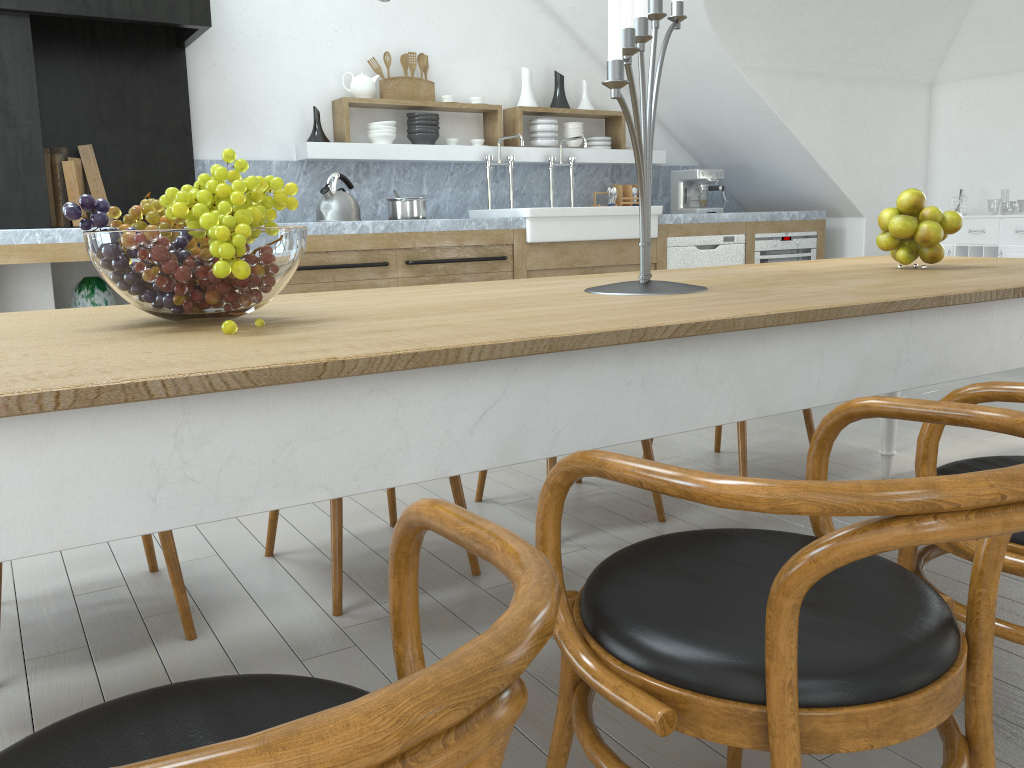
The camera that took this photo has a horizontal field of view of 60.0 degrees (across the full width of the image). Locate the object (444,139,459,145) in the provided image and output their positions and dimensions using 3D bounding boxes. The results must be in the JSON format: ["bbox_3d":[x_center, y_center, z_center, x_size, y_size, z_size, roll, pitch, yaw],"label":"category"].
[{"bbox_3d":[-0.393,-1.563,5.750,0.099,0.048,0.099,-8,12,-33],"label":"object"}]

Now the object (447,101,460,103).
[{"bbox_3d":[-0.412,-1.802,5.705,0.164,0.012,0.164,-4,11,-13],"label":"object"}]

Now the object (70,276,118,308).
[{"bbox_3d":[-2.150,-0.305,4.583,0.231,0.496,0.232,0,9,10],"label":"object"}]

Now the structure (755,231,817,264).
[{"bbox_3d":[1.797,-0.802,6.553,0.633,0.633,0.633,-7,11,-31],"label":"structure"}]

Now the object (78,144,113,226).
[{"bbox_3d":[-2.144,-1.021,4.580,0.148,0.425,0.079,-1,9,4],"label":"object"}]

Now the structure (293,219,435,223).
[{"bbox_3d":[-0.830,-0.910,5.056,0.738,0.041,0.649,-8,12,-31],"label":"structure"}]

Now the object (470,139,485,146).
[{"bbox_3d":[-0.229,-1.585,5.849,0.099,0.048,0.099,-8,12,-33],"label":"object"}]

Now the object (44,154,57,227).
[{"bbox_3d":[-2.312,-0.962,4.414,0.057,0.357,0.075,-4,9,-17],"label":"object"}]

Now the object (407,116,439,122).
[{"bbox_3d":[-0.561,-1.646,5.612,0.205,0.083,0.206,-2,10,-4],"label":"object"}]

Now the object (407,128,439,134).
[{"bbox_3d":[-0.563,-1.571,5.618,0.205,0.086,0.206,0,10,6],"label":"object"}]

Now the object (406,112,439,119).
[{"bbox_3d":[-0.564,-1.673,5.609,0.206,0.079,0.206,-7,12,-28],"label":"object"}]

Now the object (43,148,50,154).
[{"bbox_3d":[-2.388,-0.992,4.556,0.068,0.423,0.089,-4,9,-17],"label":"object"}]

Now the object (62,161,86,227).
[{"bbox_3d":[-2.168,-0.939,4.400,0.081,0.334,0.148,-9,12,-40],"label":"object"}]

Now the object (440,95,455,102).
[{"bbox_3d":[-0.413,-1.825,5.701,0.099,0.048,0.099,-8,12,-33],"label":"object"}]

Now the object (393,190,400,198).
[{"bbox_3d":[-0.636,-1.039,5.109,0.051,0.166,0.236,-8,12,-35],"label":"object"}]

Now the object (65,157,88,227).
[{"bbox_3d":[-2.216,-0.963,4.508,0.072,0.365,0.131,-3,9,-12],"label":"object"}]

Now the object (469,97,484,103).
[{"bbox_3d":[-0.230,-1.850,5.811,0.099,0.048,0.099,-8,12,-33],"label":"object"}]

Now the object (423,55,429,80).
[{"bbox_3d":[-0.548,-1.940,5.631,0.057,0.292,0.030,-7,10,-31],"label":"object"}]

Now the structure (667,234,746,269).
[{"bbox_3d":[1.152,-0.622,6.185,0.725,0.819,0.600,-7,11,-31],"label":"structure"}]

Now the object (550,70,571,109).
[{"bbox_3d":[0.328,-2.028,6.122,0.156,0.267,0.156,-6,10,-26],"label":"object"}]

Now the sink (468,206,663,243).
[{"bbox_3d":[0.338,-1.018,5.644,1.022,0.201,0.729,-8,12,-31],"label":"sink"}]

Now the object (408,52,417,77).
[{"bbox_3d":[-0.624,-1.926,5.562,0.057,0.298,0.019,-7,10,-31],"label":"object"}]

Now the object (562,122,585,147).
[{"bbox_3d":[0.427,-1.735,6.178,0.158,0.159,0.155,-2,10,-3],"label":"object"}]

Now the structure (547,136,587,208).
[{"bbox_3d":[0.425,-1.389,5.978,0.333,0.527,0.215,6,12,39],"label":"structure"}]

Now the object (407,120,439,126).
[{"bbox_3d":[-0.562,-1.620,5.612,0.206,0.072,0.206,-11,14,-43],"label":"object"}]

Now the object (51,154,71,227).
[{"bbox_3d":[-2.256,-0.960,4.432,0.068,0.365,0.131,-4,10,-17],"label":"object"}]

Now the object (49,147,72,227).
[{"bbox_3d":[-2.322,-0.987,4.587,0.089,0.456,0.111,-7,11,-31],"label":"object"}]

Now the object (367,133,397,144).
[{"bbox_3d":[-0.804,-1.508,5.478,0.181,0.063,0.182,-3,11,-8],"label":"object"}]

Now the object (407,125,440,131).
[{"bbox_3d":[-0.558,-1.598,5.610,0.205,0.086,0.206,1,11,11],"label":"object"}]

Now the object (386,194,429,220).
[{"bbox_3d":[-0.549,-1.018,5.125,0.232,0.169,0.396,7,13,38],"label":"object"}]

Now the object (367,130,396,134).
[{"bbox_3d":[-0.805,-1.530,5.475,0.181,0.065,0.182,0,10,6],"label":"object"}]

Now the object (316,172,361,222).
[{"bbox_3d":[-0.958,-1.025,4.866,0.246,0.266,0.247,-5,10,-21],"label":"object"}]

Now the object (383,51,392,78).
[{"bbox_3d":[-0.765,-1.912,5.501,0.055,0.298,0.028,-7,10,-31],"label":"object"}]

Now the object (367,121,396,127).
[{"bbox_3d":[-0.802,-1.582,5.469,0.181,0.076,0.182,0,10,6],"label":"object"}]

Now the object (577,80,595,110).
[{"bbox_3d":[0.515,-2.031,6.248,0.156,0.217,0.156,7,12,40],"label":"object"}]

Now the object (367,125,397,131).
[{"bbox_3d":[-0.803,-1.553,5.472,0.181,0.069,0.182,-4,11,-13],"label":"object"}]

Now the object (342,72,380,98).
[{"bbox_3d":[-0.917,-1.813,5.399,0.174,0.168,0.168,7,13,42],"label":"object"}]

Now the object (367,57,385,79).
[{"bbox_3d":[-0.795,-1.890,5.482,0.199,0.258,0.016,-5,10,-21],"label":"object"}]

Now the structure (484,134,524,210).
[{"bbox_3d":[0.008,-1.332,5.729,0.333,0.527,0.215,6,12,39],"label":"structure"}]

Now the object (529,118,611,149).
[{"bbox_3d":[0.413,-1.736,6.198,0.658,0.195,0.198,-8,12,-31],"label":"object"}]

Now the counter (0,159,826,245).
[{"bbox_3d":[-0.654,-1.210,5.203,6.585,0.617,0.965,-8,12,-31],"label":"counter"}]

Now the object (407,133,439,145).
[{"bbox_3d":[-0.562,-1.545,5.622,0.206,0.072,0.206,-11,14,-43],"label":"object"}]

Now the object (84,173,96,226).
[{"bbox_3d":[-2.244,-0.951,4.644,0.110,0.294,0.105,5,11,33],"label":"object"}]

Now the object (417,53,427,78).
[{"bbox_3d":[-0.571,-1.933,5.597,0.068,0.296,0.039,-7,10,-31],"label":"object"}]

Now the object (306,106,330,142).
[{"bbox_3d":[-1.159,-1.542,5.277,0.156,0.217,0.156,7,12,40],"label":"object"}]

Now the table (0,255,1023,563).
[{"bbox_3d":[0.201,0.197,1.957,3.354,0.795,1.022,-8,12,-31],"label":"table"}]

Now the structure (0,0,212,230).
[{"bbox_3d":[-2.100,-1.719,4.345,1.077,1.876,0.783,-7,11,-31],"label":"structure"}]

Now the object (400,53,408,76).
[{"bbox_3d":[-0.663,-1.925,5.561,0.061,0.298,0.040,-7,11,-33],"label":"object"}]

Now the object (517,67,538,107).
[{"bbox_3d":[0.101,-1.998,5.990,0.156,0.267,0.156,-10,13,-42],"label":"object"}]

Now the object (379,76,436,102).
[{"bbox_3d":[-0.657,-1.846,5.565,0.354,0.157,0.084,-8,11,-31],"label":"object"}]

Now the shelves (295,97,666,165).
[{"bbox_3d":[-1.223,-1.972,5.007,5.561,1.355,0.481,-9,12,-36],"label":"shelves"}]
